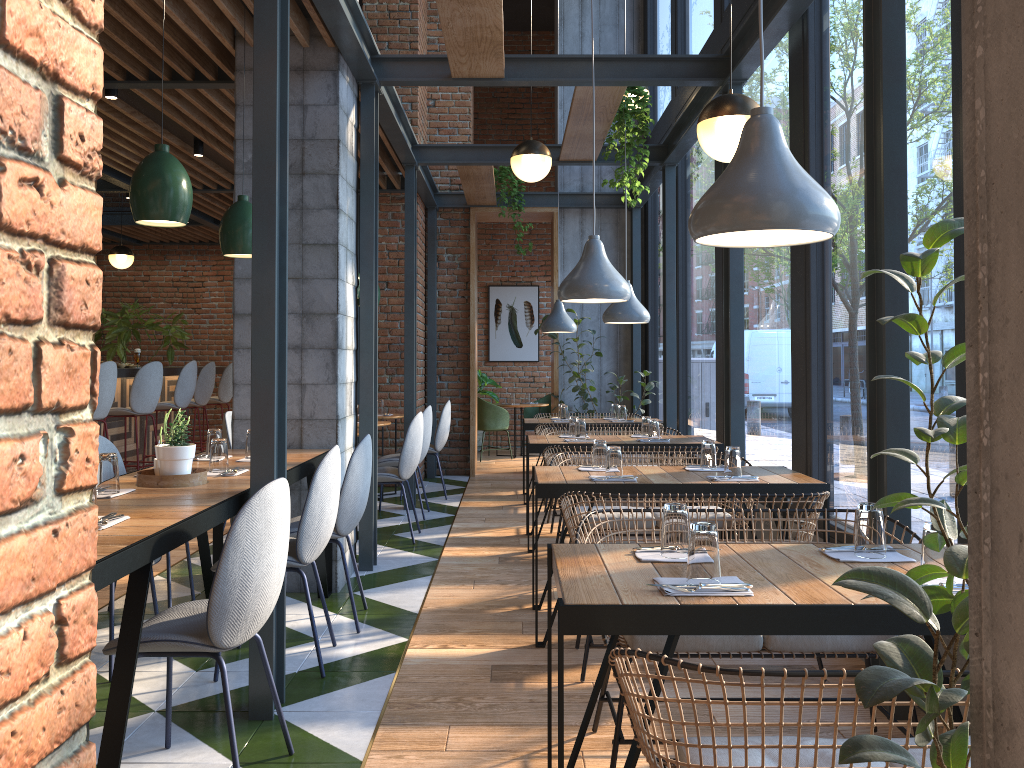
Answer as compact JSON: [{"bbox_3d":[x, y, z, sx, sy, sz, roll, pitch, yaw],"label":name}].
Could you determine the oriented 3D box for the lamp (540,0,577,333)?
[{"bbox_3d":[0.449,-2.744,8.590,0.353,4.495,0.352,0,-1,5],"label":"lamp"}]

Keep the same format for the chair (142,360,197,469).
[{"bbox_3d":[-3.378,0.388,8.729,0.507,1.245,0.418,0,-1,-4],"label":"chair"}]

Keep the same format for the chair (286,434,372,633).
[{"bbox_3d":[-0.922,0.683,4.200,0.507,0.888,0.418,0,-1,-3],"label":"chair"}]

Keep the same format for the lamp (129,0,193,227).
[{"bbox_3d":[-1.324,-1.616,3.367,0.224,2.024,0.223,0,-1,3],"label":"lamp"}]

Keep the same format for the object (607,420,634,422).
[{"bbox_3d":[0.958,0.325,7.849,0.242,0.019,0.157,0,1,0],"label":"object"}]

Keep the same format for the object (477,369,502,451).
[{"bbox_3d":[-0.518,0.340,12.243,0.633,1.197,0.714,1,-1,-40],"label":"object"}]

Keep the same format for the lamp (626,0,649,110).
[{"bbox_3d":[1.080,-4.328,7.891,0.268,3.798,0.268,1,-2,-32],"label":"lamp"}]

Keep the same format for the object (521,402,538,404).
[{"bbox_3d":[0.235,0.252,11.801,0.157,0.019,0.242,-1,2,-42],"label":"object"}]

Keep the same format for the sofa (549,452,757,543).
[{"bbox_3d":[0.737,0.748,4.707,1.091,0.734,0.470,0,-1,0],"label":"sofa"}]

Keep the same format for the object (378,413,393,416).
[{"bbox_3d":[-1.184,0.278,8.109,0.157,0.019,0.242,0,1,4],"label":"object"}]

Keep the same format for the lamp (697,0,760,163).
[{"bbox_3d":[0.873,-2.782,3.573,0.268,3.798,0.268,1,-2,-32],"label":"lamp"}]

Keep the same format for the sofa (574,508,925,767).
[{"bbox_3d":[0.737,0.793,2.781,1.091,0.734,0.470,0,-1,0],"label":"sofa"}]

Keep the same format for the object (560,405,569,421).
[{"bbox_3d":[0.465,0.259,7.861,0.080,0.138,0.080,1,-1,-40],"label":"object"}]

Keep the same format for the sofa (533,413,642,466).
[{"bbox_3d":[0.737,0.658,8.570,1.091,0.734,0.470,0,-1,0],"label":"sofa"}]

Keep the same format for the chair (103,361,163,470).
[{"bbox_3d":[-3.419,0.417,7.966,0.507,1.245,0.418,0,-1,11],"label":"chair"}]

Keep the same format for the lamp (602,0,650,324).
[{"bbox_3d":[0.845,-2.698,6.615,0.353,4.495,0.352,0,-1,16],"label":"lamp"}]

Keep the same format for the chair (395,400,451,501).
[{"bbox_3d":[-0.815,0.591,8.124,0.507,0.888,0.418,0,-1,-4],"label":"chair"}]

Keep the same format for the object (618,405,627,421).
[{"bbox_3d":[0.979,0.259,7.874,0.080,0.138,0.080,0,-1,-17],"label":"object"}]

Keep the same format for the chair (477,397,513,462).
[{"bbox_3d":[-0.347,0.550,11.360,0.515,0.819,0.638,0,-1,-36],"label":"chair"}]

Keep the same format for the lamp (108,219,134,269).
[{"bbox_3d":[-4.452,-3.207,10.139,0.268,3.798,0.268,0,-1,9],"label":"lamp"}]

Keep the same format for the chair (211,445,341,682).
[{"bbox_3d":[-0.961,0.696,3.626,0.507,0.888,0.418,0,-1,-4],"label":"chair"}]

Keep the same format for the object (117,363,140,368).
[{"bbox_3d":[-3.668,-0.176,8.367,0.164,0.052,0.291,0,1,9],"label":"object"}]

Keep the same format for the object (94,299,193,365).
[{"bbox_3d":[-5.065,-0.103,11.959,1.516,2.099,1.082,0,-1,5],"label":"object"}]

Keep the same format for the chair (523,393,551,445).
[{"bbox_3d":[0.475,0.535,11.984,0.515,0.819,0.638,1,-1,-41],"label":"chair"}]

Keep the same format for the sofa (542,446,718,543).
[{"bbox_3d":[0.737,0.730,5.484,1.091,0.734,0.470,0,-1,0],"label":"sofa"}]

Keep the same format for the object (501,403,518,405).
[{"bbox_3d":[-0.026,0.257,11.591,0.157,0.019,0.242,-1,2,-42],"label":"object"}]

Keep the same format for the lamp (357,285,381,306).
[{"bbox_3d":[-1.324,-1.728,8.183,0.224,2.024,0.223,0,-1,3],"label":"lamp"}]

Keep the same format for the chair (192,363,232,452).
[{"bbox_3d":[-3.438,0.364,10.226,0.507,1.245,0.418,0,-1,-1],"label":"chair"}]

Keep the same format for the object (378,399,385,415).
[{"bbox_3d":[-1.207,0.212,8.124,0.080,0.138,0.080,0,-1,-13],"label":"object"}]

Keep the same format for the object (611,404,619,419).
[{"bbox_3d":[0.950,0.252,8.161,0.080,0.138,0.080,0,-1,-27],"label":"object"}]

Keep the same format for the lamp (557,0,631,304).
[{"bbox_3d":[0.394,-2.644,4.305,0.352,4.495,0.352,1,-2,-38],"label":"lamp"}]

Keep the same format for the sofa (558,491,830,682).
[{"bbox_3d":[0.737,0.775,3.578,1.091,0.734,0.470,0,-1,0],"label":"sofa"}]

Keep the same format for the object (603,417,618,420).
[{"bbox_3d":[0.958,0.318,8.183,0.242,0.019,0.157,0,1,0],"label":"object"}]

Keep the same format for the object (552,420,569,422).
[{"bbox_3d":[0.445,0.326,7.835,0.242,0.019,0.157,0,1,-3],"label":"object"}]

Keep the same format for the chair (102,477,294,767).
[{"bbox_3d":[-0.919,0.720,2.605,0.507,0.888,0.418,0,-1,6],"label":"chair"}]

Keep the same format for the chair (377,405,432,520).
[{"bbox_3d":[-0.896,0.615,7.112,0.507,0.888,0.418,0,-1,1],"label":"chair"}]

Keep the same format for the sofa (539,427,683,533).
[{"bbox_3d":[0.737,0.704,6.613,1.091,0.734,0.470,0,-1,0],"label":"sofa"}]

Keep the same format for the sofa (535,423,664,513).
[{"bbox_3d":[0.737,0.684,7.441,1.091,0.734,0.470,0,-1,0],"label":"sofa"}]

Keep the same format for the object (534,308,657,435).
[{"bbox_3d":[0.839,0.115,9.328,1.063,1.775,1.017,0,-1,-31],"label":"object"}]

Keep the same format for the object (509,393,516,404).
[{"bbox_3d":[0.006,0.191,11.593,0.080,0.138,0.080,0,-1,21],"label":"object"}]

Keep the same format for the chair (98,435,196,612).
[{"bbox_3d":[-1.757,0.683,4.207,0.507,0.888,0.418,0,-1,-4],"label":"chair"}]

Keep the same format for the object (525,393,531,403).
[{"bbox_3d":[0.210,0.186,11.796,0.080,0.138,0.080,0,-1,21],"label":"object"}]

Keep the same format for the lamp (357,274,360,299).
[{"bbox_3d":[-1.324,-1.705,7.171,0.224,2.024,0.223,0,-1,3],"label":"lamp"}]

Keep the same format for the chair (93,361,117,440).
[{"bbox_3d":[-3.489,0.435,7.184,0.507,1.245,0.418,0,-1,6],"label":"chair"}]

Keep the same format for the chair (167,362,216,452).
[{"bbox_3d":[-3.452,0.381,9.494,0.507,1.245,0.418,0,-1,-2],"label":"chair"}]

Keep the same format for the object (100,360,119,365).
[{"bbox_3d":[-3.723,-0.180,8.109,0.168,0.073,0.168,0,1,20],"label":"object"}]

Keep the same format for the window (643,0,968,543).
[{"bbox_3d":[1.513,-2.102,5.379,0.127,5.603,8.718,0,1,0],"label":"window"}]

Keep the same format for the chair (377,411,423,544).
[{"bbox_3d":[-0.876,0.636,6.194,0.507,0.888,0.418,0,-1,1],"label":"chair"}]

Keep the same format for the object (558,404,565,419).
[{"bbox_3d":[0.462,0.252,8.162,0.080,0.138,0.080,0,-1,16],"label":"object"}]

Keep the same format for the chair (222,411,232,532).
[{"bbox_3d":[-1.767,0.635,6.226,0.507,0.888,0.418,0,-1,6],"label":"chair"}]

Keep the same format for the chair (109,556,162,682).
[{"bbox_3d":[-1.715,0.696,3.634,0.507,0.888,0.418,0,-1,6],"label":"chair"}]

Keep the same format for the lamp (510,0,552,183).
[{"bbox_3d":[0.124,-3.205,5.782,0.268,3.798,0.268,-1,-2,43],"label":"lamp"}]

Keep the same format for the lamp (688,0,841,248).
[{"bbox_3d":[0.603,-2.594,2.186,0.353,4.495,0.352,-1,-2,35],"label":"lamp"}]

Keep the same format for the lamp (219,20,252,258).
[{"bbox_3d":[-1.324,-1.640,4.380,0.224,2.024,0.223,0,-1,3],"label":"lamp"}]

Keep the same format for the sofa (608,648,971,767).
[{"bbox_3d":[0.737,0.820,1.653,1.091,0.734,0.470,0,-1,0],"label":"sofa"}]

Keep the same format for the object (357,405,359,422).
[{"bbox_3d":[-1.213,0.235,7.114,0.080,0.138,0.080,0,-1,10],"label":"object"}]
